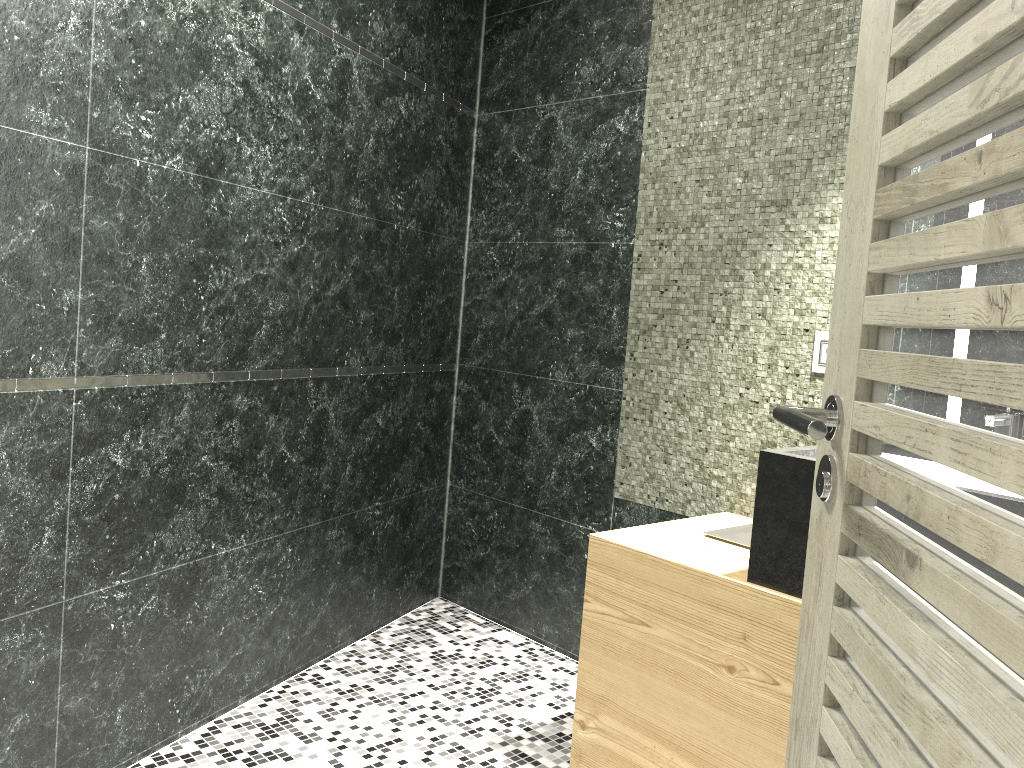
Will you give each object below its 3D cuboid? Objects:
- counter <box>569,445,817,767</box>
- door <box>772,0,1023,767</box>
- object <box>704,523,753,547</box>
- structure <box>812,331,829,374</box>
[{"bbox_3d":[0.872,0.699,2.260,0.692,1.050,1.229,1,5,-44],"label":"counter"},{"bbox_3d":[0.180,0.020,0.781,1.408,2.512,1.114,7,4,29],"label":"door"},{"bbox_3d":[0.777,0.457,2.556,0.341,0.011,0.293,1,6,-43],"label":"object"},{"bbox_3d":[0.972,-0.094,2.659,0.018,0.128,0.114,1,5,-44],"label":"structure"}]
